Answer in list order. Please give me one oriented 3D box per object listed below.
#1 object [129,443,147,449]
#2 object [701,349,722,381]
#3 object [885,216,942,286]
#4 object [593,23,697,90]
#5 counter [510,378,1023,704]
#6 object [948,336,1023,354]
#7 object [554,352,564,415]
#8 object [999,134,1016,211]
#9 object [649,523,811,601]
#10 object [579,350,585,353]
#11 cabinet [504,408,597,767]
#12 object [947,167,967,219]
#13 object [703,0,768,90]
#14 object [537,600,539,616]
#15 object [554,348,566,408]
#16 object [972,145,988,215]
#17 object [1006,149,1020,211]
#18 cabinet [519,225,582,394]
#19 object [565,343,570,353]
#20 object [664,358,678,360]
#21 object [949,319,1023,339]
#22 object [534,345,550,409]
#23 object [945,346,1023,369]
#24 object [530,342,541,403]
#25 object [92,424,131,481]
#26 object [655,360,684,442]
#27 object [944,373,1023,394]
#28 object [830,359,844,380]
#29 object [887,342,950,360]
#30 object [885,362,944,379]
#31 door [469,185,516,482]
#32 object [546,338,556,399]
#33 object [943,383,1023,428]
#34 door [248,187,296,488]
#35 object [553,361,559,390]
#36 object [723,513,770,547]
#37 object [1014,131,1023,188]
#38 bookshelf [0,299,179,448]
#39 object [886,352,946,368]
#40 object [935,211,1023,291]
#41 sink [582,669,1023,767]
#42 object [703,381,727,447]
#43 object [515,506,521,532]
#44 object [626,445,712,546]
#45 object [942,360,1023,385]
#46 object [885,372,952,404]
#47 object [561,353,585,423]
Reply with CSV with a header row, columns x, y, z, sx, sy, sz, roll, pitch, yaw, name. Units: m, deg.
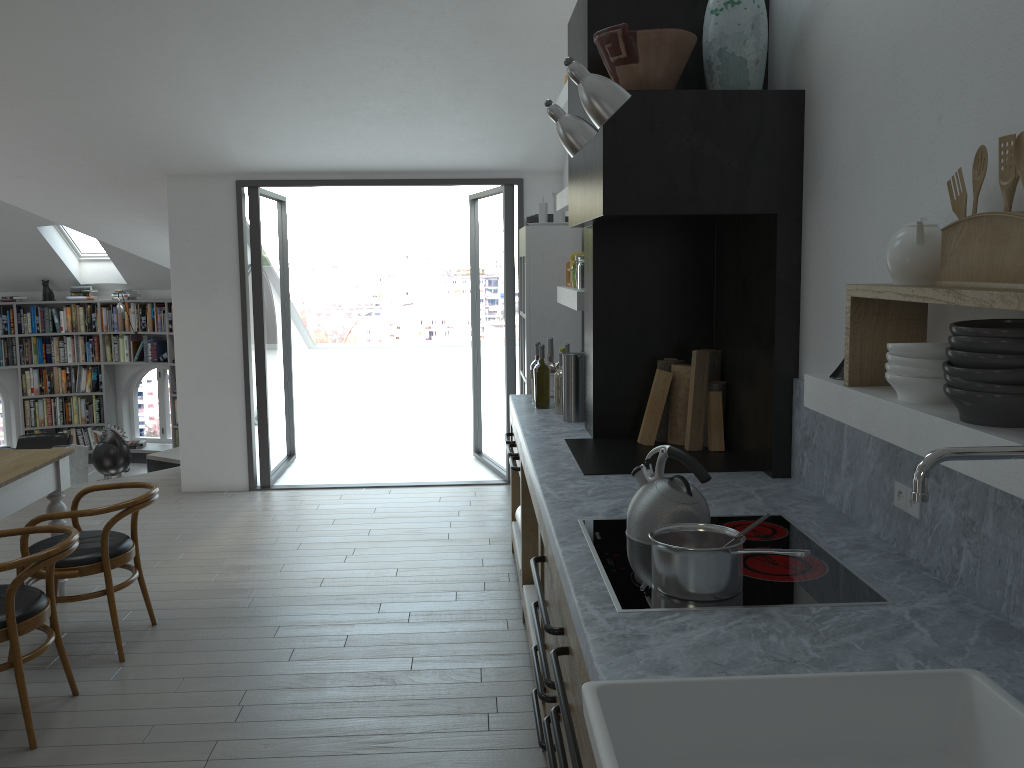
x,y,z,sx,sy,sz,roll,pitch,yaw,name
-4.825,0.791,11.306,0.226,0.036,0.214,1,8,14,object
0.860,0.078,3.887,0.110,0.457,0.090,-1,6,-3,object
0.987,-0.323,2.140,0.174,0.168,0.168,-3,7,-19,object
0.485,-1.156,3.239,0.366,0.236,0.349,1,7,15,object
0.623,0.254,2.118,0.961,0.617,6.598,-1,8,-3,counter
0.983,-0.058,1.768,0.206,0.083,0.206,3,8,25,object
0.262,-0.003,4.668,0.085,0.330,0.085,0,6,6,object
1.001,-0.350,1.790,0.019,0.298,0.057,-1,6,-3,object
0.484,0.437,2.100,0.232,0.170,0.395,-4,8,-23,object
0.373,-0.015,4.730,0.085,0.330,0.085,0,6,6,object
0.607,1.057,2.277,1.004,1.018,6.450,-1,8,-3,cabinet
1.010,-0.359,1.981,0.016,0.258,0.200,0,7,8,object
0.811,-1.293,3.223,0.231,0.502,0.231,4,8,38,object
0.216,0.975,3.792,0.261,0.112,0.154,-2,7,-13,object
0.275,-0.028,4.811,0.092,0.338,0.092,1,6,15,object
1.014,-0.372,1.943,0.027,0.298,0.055,-1,6,-3,object
1.019,-0.355,1.825,0.040,0.298,0.061,-1,6,-5,object
0.253,-0.054,5.995,0.361,1.983,0.644,-1,6,-3,cabinet
0.322,-0.070,5.161,0.085,0.330,0.085,0,6,6,object
0.702,0.062,3.962,0.075,0.358,0.057,1,6,12,object
0.985,-0.086,1.767,0.205,0.080,0.206,-1,8,0,object
0.164,-0.037,4.855,0.093,0.357,0.092,5,8,41,object
0.980,-0.033,1.774,0.206,0.072,0.206,-3,8,-15,object
0.152,-0.060,5.052,0.093,0.358,0.092,3,7,31,object
-3.551,0.629,7.859,0.320,0.561,0.321,-4,7,-30,object
0.690,0.076,3.905,0.131,0.366,0.068,1,6,11,object
0.981,0.016,1.782,0.205,0.086,0.206,5,9,35,object
0.966,-0.125,2.459,0.156,0.218,0.156,-3,7,-21,object
0.966,-0.065,2.055,0.181,0.076,0.181,5,9,35,object
0.967,-0.014,2.065,0.181,0.065,0.181,5,9,34,object
-0.169,-0.444,7.479,0.080,2.339,1.054,-3,7,-18,door
0.228,-0.094,5.233,0.085,0.359,0.089,1,7,19,object
0.981,0.042,1.785,0.206,0.072,0.206,-3,8,-15,object
-1.991,-0.415,7.417,0.080,2.339,1.055,-1,6,-3,door
0.336,-0.027,4.971,0.184,0.285,0.185,2,7,21,object
0.513,0.399,2.178,0.236,0.166,0.051,-2,6,-7,object
1.007,-0.341,1.727,0.039,0.297,0.068,-1,6,-3,object
-5.068,-0.008,10.352,4.333,1.874,2.116,-1,7,-3,bookshelf
0.967,-0.037,2.060,0.181,0.069,0.181,1,8,15,object
1.010,-0.277,1.833,0.084,0.157,0.355,-1,7,-3,object
0.510,0.689,1.096,0.727,0.201,1.024,-1,8,-3,sink
0.867,0.137,3.801,0.110,0.295,0.105,-4,7,-28,object
0.256,0.764,4.886,0.429,0.231,0.529,-1,8,-5,object
0.454,0.308,2.569,0.246,0.267,0.247,0,7,7,object
0.975,-0.011,1.776,0.205,0.086,0.205,6,10,39,object
0.967,0.008,2.067,0.181,0.063,0.182,2,8,20,object
0.310,0.015,4.463,0.114,0.338,0.165,-1,6,0,object
